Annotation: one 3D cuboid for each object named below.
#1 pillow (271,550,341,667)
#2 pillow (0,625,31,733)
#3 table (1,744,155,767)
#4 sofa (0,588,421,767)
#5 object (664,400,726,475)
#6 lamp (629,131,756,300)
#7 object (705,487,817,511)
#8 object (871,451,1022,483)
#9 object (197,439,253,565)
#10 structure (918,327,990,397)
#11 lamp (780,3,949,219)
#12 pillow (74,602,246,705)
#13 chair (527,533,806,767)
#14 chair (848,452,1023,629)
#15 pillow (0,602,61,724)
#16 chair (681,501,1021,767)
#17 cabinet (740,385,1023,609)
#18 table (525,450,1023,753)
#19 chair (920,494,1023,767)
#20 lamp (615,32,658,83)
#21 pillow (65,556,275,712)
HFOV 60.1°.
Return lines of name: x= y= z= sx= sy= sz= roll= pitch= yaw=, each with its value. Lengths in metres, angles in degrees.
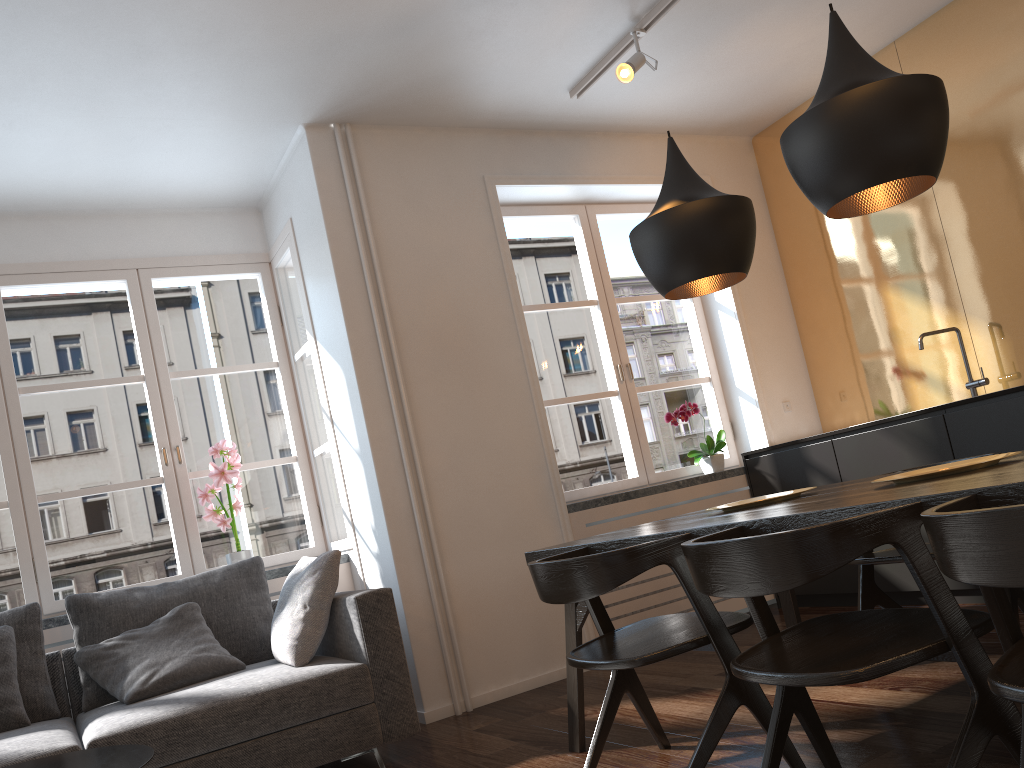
pillow: x=-0.860 y=0.912 z=3.586 sx=0.285 sy=0.411 sz=0.500 roll=-9 pitch=-8 yaw=-31
pillow: x=-2.159 y=1.146 z=3.224 sx=0.663 sy=0.394 sz=0.295 roll=-8 pitch=-7 yaw=-29
table: x=-1.112 y=1.088 z=1.743 sx=0.843 sy=0.469 sz=0.858 roll=-8 pitch=-8 yaw=-27
sofa: x=-1.702 y=1.247 z=2.596 sx=3.052 sy=0.667 sz=2.066 roll=-8 pitch=-9 yaw=-29
object: x=1.059 y=0.293 z=4.976 sx=0.232 sy=0.434 sz=0.405 roll=-16 pitch=-7 yaw=36
lamp: x=0.579 y=-0.582 z=2.931 sx=0.411 sy=0.537 sz=0.413 roll=-13 pitch=-6 yaw=4
object: x=0.802 y=0.377 z=2.850 sx=0.354 sy=0.016 sz=0.360 roll=-8 pitch=-9 yaw=-26
object: x=1.110 y=0.221 z=2.268 sx=0.360 sy=0.016 sz=0.354 roll=-20 pitch=-11 yaw=41
object: x=-1.426 y=0.625 z=4.424 sx=0.300 sy=0.686 sz=0.200 roll=-16 pitch=-6 yaw=39
structure: x=2.153 y=-0.088 z=4.303 sx=0.265 sy=0.383 sz=0.110 roll=-11 pitch=-5 yaw=-14
lamp: x=0.902 y=-0.745 z=2.323 sx=0.415 sy=0.537 sz=0.409 roll=-17 pitch=-7 yaw=36
pillow: x=-1.406 y=1.063 z=3.518 sx=0.449 sy=0.319 sz=0.490 roll=-19 pitch=-10 yaw=42
chair: x=0.383 y=0.771 z=2.456 sx=0.517 sy=0.667 sz=0.600 roll=-9 pitch=-7 yaw=-31
chair: x=1.487 y=0.622 z=3.054 sx=0.517 sy=0.667 sz=0.600 roll=-8 pitch=-7 yaw=-33
pillow: x=-2.218 y=1.152 z=3.357 sx=0.835 sy=0.472 sz=0.280 roll=-8 pitch=-7 yaw=-29
chair: x=0.703 y=0.610 z=1.864 sx=0.517 sy=0.667 sz=0.600 roll=-9 pitch=-7 yaw=-29
cabinet: x=2.866 y=0.194 z=2.924 sx=0.729 sy=0.893 sz=5.129 roll=-9 pitch=-9 yaw=-29
table: x=1.159 y=0.559 z=2.209 sx=1.101 sy=0.674 sz=2.533 roll=-8 pitch=-9 yaw=-29
chair: x=0.986 y=0.467 z=1.330 sx=0.517 sy=0.667 sz=0.600 roll=-9 pitch=-7 yaw=-31
lamp: x=0.529 y=-1.405 z=3.826 sx=0.249 sy=0.238 sz=0.086 roll=-6 pitch=-8 yaw=-42
pillow: x=-1.426 y=1.048 z=3.791 sx=0.832 sy=0.474 sz=0.278 roll=-8 pitch=-7 yaw=-29
